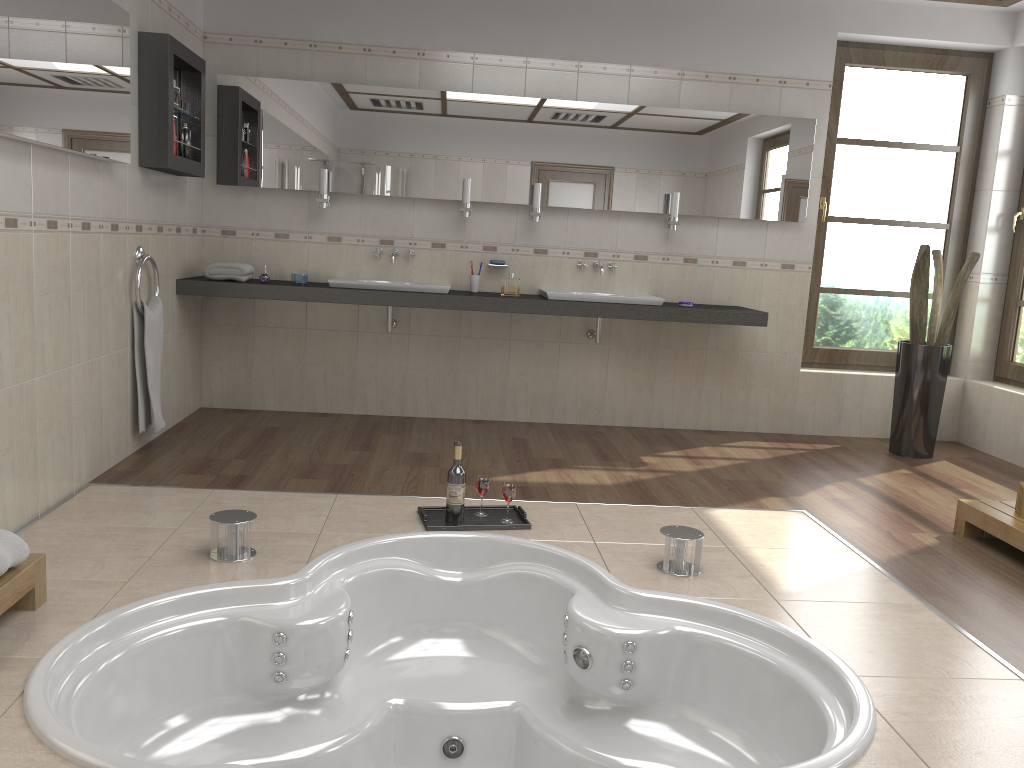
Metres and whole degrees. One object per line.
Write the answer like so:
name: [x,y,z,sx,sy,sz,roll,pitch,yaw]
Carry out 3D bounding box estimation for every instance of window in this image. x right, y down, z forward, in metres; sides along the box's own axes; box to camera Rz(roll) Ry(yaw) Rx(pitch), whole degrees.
window: [3.129,-0.917,4.862,0.117,1.934,1.124,3,9,-5]
window: [2.374,-1.072,5.560,0.998,1.934,0.117,3,9,-5]

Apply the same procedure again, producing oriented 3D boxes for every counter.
counter: [-0.198,-0.475,5.051,3.220,0.080,0.510,3,9,-5]

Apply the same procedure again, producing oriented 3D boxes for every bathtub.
bathtub: [-0.140,1.030,2.296,1.754,0.674,1.751,11,12,40]

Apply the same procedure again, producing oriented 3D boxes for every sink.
sink: [0.502,-0.382,5.162,0.670,0.288,0.403,3,9,-5]
sink: [-0.693,-0.440,5.066,0.670,0.288,0.403,3,9,-5]

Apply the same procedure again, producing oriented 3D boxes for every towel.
towel: [-1.694,-0.091,4.184,0.101,0.634,0.280,2,9,-7]
towel: [-1.570,-0.628,4.925,0.233,0.099,0.331,2,9,-10]
towel: [-1.404,0.454,2.210,0.233,0.099,0.331,3,9,0]

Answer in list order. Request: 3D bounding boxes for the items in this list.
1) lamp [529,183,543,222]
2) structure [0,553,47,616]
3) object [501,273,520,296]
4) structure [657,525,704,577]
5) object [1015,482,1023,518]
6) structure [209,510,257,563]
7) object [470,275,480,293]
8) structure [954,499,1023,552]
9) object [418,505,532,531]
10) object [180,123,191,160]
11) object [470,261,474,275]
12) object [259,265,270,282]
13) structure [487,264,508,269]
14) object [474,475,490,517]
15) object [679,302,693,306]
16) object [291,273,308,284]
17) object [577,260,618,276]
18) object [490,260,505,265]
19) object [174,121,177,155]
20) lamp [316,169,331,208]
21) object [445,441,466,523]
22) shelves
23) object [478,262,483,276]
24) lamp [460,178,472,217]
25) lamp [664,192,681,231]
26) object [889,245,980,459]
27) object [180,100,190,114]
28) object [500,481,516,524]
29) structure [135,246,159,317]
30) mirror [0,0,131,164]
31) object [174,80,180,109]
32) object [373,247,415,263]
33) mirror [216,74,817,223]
lamp: [0.138,-1.039,5.082,0.068,0.215,0.131,3,9,-5]
structure: [-1.384,0.635,1.836,0.260,0.140,1.280,3,9,-5]
object: [-0.007,-0.562,5.007,0.100,0.130,0.040,-1,10,-29]
structure: [0.576,0.571,3.036,0.150,0.131,0.150,3,9,0]
object: [2.045,0.459,3.458,0.120,0.120,0.120,7,9,20]
structure: [-0.917,0.498,2.916,0.150,0.131,0.150,4,9,5]
object: [-0.217,-0.579,5.125,0.058,0.100,0.058,4,9,6]
structure: [2.193,0.660,3.070,0.620,0.140,1.280,3,9,-5]
object: [-0.149,0.510,3.440,0.400,0.040,0.250,1,9,-14]
object: [-1.643,-1.216,4.462,0.050,0.184,0.050,5,9,7]
object: [-0.232,-0.618,5.095,0.012,0.178,0.050,10,11,34]
object: [-1.373,-0.615,4.924,0.059,0.094,0.059,2,9,-10]
structure: [-0.085,-0.697,5.224,0.124,0.034,0.092,3,9,-5]
object: [-0.117,0.438,3.478,0.055,0.153,0.055,2,9,-12]
object: [1.002,-0.461,5.109,0.083,0.020,0.083,5,9,9]
object: [-1.200,-0.596,5.003,0.072,0.053,0.102,-2,10,-29]
object: [0.512,-0.683,5.212,0.245,0.082,0.211,3,9,-5]
object: [-0.084,-0.714,5.213,0.090,0.027,0.060,3,9,-2]
object: [-1.615,-1.178,4.208,0.044,0.190,0.092,1,9,-13]
lamp: [-1.056,-1.096,4.986,0.068,0.215,0.131,3,9,-5]
object: [-0.211,0.370,3.378,0.070,0.307,0.070,-3,11,-38]
shelves: [-1.633,-1.321,4.285,0.135,0.585,0.608,3,9,-5]
object: [-0.200,-0.617,5.113,0.054,0.175,0.012,7,9,20]
lamp: [-0.260,-1.058,5.050,0.068,0.215,0.131,3,9,-5]
lamp: [0.935,-1.000,5.146,0.068,0.215,0.131,3,9,-5]
object: [2.338,-0.183,5.073,0.343,1.209,0.413,3,9,-5]
object: [-1.627,-1.354,4.339,0.072,0.053,0.102,4,9,0]
object: [-0.014,0.455,3.411,0.055,0.153,0.055,2,9,-12]
structure: [-1.703,-0.473,4.114,0.051,0.332,0.291,3,9,-5]
mirror: [-1.445,-0.928,1.879,0.005,0.600,3.600,3,9,-5]
object: [-1.600,-1.366,4.176,0.040,0.130,0.100,4,9,1]
object: [-0.682,-0.741,5.116,0.245,0.082,0.211,3,9,-5]
mirror: [0.056,-1.338,5.096,3.430,0.600,0.005,3,9,-5]
